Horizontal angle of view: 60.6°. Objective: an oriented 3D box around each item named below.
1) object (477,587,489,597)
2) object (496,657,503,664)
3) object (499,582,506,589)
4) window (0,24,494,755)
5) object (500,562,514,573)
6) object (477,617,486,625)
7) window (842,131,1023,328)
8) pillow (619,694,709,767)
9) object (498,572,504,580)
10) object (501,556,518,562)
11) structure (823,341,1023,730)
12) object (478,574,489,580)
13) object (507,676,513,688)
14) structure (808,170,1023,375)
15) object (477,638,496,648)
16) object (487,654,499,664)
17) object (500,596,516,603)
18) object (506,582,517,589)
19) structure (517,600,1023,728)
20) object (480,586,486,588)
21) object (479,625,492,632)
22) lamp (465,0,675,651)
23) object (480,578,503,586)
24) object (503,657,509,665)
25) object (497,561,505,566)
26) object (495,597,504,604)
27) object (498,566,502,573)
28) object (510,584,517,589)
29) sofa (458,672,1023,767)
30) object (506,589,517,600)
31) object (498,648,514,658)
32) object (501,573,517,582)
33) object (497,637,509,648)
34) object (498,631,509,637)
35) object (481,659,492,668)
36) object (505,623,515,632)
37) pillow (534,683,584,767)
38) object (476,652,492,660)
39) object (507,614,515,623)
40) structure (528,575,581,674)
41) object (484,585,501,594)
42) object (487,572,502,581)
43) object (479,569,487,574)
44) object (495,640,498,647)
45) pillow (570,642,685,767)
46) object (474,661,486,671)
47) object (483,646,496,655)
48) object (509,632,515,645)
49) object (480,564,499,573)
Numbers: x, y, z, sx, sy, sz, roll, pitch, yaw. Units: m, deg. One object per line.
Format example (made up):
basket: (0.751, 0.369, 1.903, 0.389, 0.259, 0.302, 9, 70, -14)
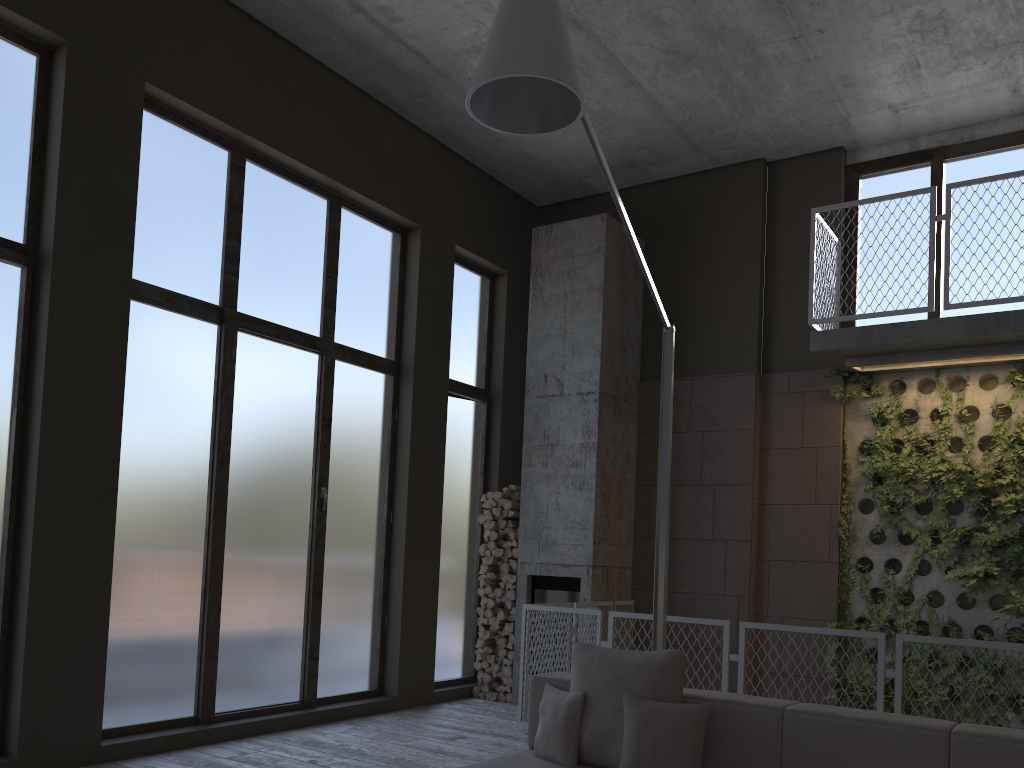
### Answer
object: (-0.177, 2.059, 8.692, 0.092, 0.091, 0.443, -2, -12, 34)
object: (-0.008, 2.673, 8.513, 0.067, 0.066, 0.429, -2, -12, 34)
object: (0.024, 1.966, 8.547, 0.067, 0.066, 0.429, -2, -12, 34)
window: (-2.801, 0.066, 5.088, 0.209, 4.110, 9.346, 1, -9, 33)
object: (0.006, 1.775, 8.491, 0.098, 0.105, 0.298, -2, -11, 33)
object: (-0.187, 2.338, 8.688, 0.080, 0.106, 0.443, -1, -11, 34)
window: (4.459, -1.206, 6.836, 3.574, 1.728, 0.111, -4, -6, 34)
pillow: (0.633, 1.503, 3.674, 0.376, 0.368, 0.171, 2, -4, 8)
object: (0.013, 1.881, 8.601, 0.101, 0.085, 0.368, -3, -12, 34)
object: (0.022, 1.707, 8.523, 0.089, 0.056, 0.337, -3, -12, 34)
structure: (3.733, 1.352, 6.797, 2.630, 3.775, 1.015, -1, -5, 34)
object: (-0.181, 1.914, 8.671, 0.122, 0.067, 0.369, -3, -12, 32)
object: (0.084, 2.836, 8.393, 0.064, 0.123, 0.369, -1, -10, 35)
structure: (3.625, 0.533, 5.568, 3.689, 4.262, 3.074, -2, -7, 34)
object: (-0.169, 2.531, 8.612, 0.091, 0.088, 0.462, -2, -12, 35)
object: (-0.071, 2.669, 8.554, 0.093, 0.082, 0.486, -3, -12, 34)
object: (0.043, 2.084, 8.506, 0.122, 0.067, 0.369, -4, -13, 34)
object: (0.091, 1.958, 8.502, 0.067, 0.066, 0.429, -2, -12, 34)
structure: (2.431, 2.193, 6.351, 4.438, 0.922, 1.955, -5, -12, 34)
object: (-0.165, 1.987, 8.670, 0.067, 0.084, 0.431, -2, -11, 36)
object: (-0.196, 2.441, 8.699, 0.070, 0.116, 0.370, -1, -11, 34)
lamp: (0.534, 0.497, 4.154, 0.755, 3.382, 2.666, 1, -6, 22)
object: (-0.161, 1.935, 8.568, 0.071, 0.071, 0.429, -2, -12, 34)
object: (0.059, 2.665, 8.468, 0.067, 0.066, 0.429, -2, -12, 34)
object: (-0.016, 1.755, 8.576, 0.064, 0.073, 0.364, -2, -11, 35)
object: (-0.040, 2.105, 8.565, 0.064, 0.073, 0.365, -1, -11, 32)
object: (-0.014, 1.835, 8.665, 0.104, 0.101, 0.296, -2, -11, 34)
object: (0.072, 1.940, 8.385, 0.063, 0.047, 0.254, -3, -12, 32)
sofa: (0.655, 1.482, 2.493, 3.005, 0.774, 3.057, -5, -13, 34)
object: (0.063, 2.014, 8.386, 0.101, 0.101, 0.297, -2, -11, 33)
object: (0.030, 2.593, 8.502, 0.092, 0.092, 0.443, -2, -12, 34)
object: (0.062, 1.886, 8.535, 0.092, 0.092, 0.443, -2, -12, 34)
object: (-0.026, 2.482, 8.457, 0.098, 0.105, 0.298, -2, -11, 33)
object: (-0.010, 2.414, 8.489, 0.089, 0.056, 0.337, -3, -12, 34)
object: (-0.133, 2.731, 8.614, 0.091, 0.088, 0.462, -2, -12, 34)
object: (0.110, 2.337, 8.457, 0.093, 0.082, 0.486, -3, -12, 34)
pillow: (0.214, 1.582, 4.042, 0.151, 0.372, 0.373, 4, -7, -23)
object: (-0.193, 2.642, 8.534, 0.071, 0.071, 0.429, -2, -12, 34)
object: (0.121, 2.263, 8.485, 0.115, 0.078, 0.442, -3, -12, 33)
structure: (0.424, 2.240, 8.108, 0.576, 0.917, 0.057, -1, -4, 34)
object: (-0.101, 2.024, 8.648, 0.091, 0.088, 0.462, -2, -12, 34)
object: (-0.078, 1.899, 8.649, 0.115, 0.078, 0.441, -3, -12, 34)
object: (-0.171, 1.852, 8.703, 0.067, 0.070, 0.429, -2, -12, 35)
object: (-0.046, 2.542, 8.631, 0.104, 0.101, 0.296, -2, -11, 34)
pillow: (0.482, 1.440, 3.910, 0.565, 0.550, 0.223, -3, -6, 36)
object: (-0.208, 2.766, 8.658, 0.092, 0.091, 0.443, -2, -12, 34)
object: (-0.110, 2.606, 8.615, 0.115, 0.078, 0.441, -3, -12, 34)
object: (0.102, 2.439, 8.412, 0.064, 0.123, 0.369, -1, -10, 35)
object: (-0.137, 1.824, 8.646, 0.091, 0.088, 0.462, -2, -12, 35)
